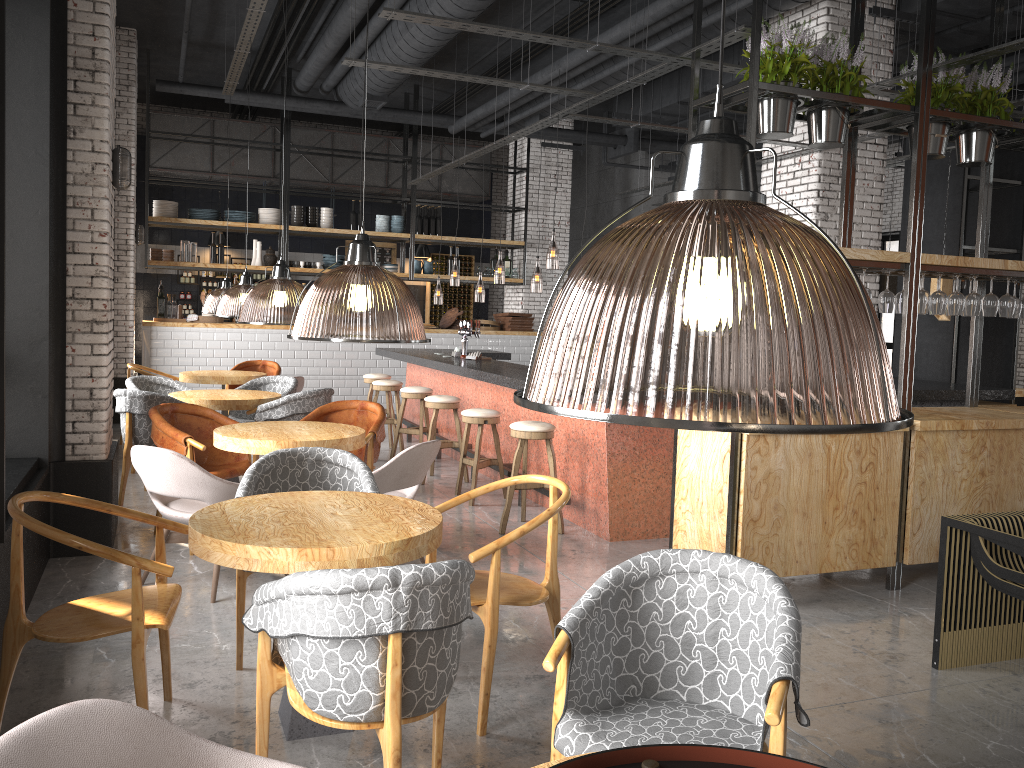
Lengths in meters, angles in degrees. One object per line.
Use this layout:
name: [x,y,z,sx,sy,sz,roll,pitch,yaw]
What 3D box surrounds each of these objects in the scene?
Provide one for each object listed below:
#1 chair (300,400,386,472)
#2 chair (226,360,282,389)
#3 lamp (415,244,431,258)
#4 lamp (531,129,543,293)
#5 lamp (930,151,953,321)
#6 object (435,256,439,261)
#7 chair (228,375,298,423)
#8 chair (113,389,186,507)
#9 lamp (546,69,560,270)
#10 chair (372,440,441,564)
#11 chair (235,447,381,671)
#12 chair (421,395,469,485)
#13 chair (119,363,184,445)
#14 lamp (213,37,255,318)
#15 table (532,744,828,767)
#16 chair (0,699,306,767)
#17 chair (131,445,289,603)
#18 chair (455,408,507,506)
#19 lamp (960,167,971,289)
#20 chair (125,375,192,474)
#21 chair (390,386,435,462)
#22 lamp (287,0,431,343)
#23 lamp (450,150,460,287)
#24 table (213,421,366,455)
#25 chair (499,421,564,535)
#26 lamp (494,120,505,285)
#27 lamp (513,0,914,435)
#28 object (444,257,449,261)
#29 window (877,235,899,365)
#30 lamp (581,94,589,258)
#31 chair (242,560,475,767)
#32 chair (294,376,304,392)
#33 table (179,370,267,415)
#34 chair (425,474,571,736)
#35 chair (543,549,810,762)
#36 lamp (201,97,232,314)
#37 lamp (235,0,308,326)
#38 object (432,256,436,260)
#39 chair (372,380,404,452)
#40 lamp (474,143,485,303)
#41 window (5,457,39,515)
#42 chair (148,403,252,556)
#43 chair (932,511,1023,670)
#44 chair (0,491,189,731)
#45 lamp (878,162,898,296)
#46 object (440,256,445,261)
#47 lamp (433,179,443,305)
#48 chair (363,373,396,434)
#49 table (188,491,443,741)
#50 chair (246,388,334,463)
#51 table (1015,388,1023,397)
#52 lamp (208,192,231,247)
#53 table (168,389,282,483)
chair: [-1.185,0.599,6.410,0.681,0.928,0.644,3,4,16]
chair: [-3.072,0.187,10.712,0.681,0.928,0.644,2,4,1]
lamp: [-1.717,-2.874,16.827,0.390,0.936,0.391,1,4,-19]
lamp: [0.241,-1.527,7.745,0.108,1.459,0.108,5,4,40]
lamp: [3.917,-1.348,8.024,0.127,1.545,0.127,1,4,-22]
object: [-1.430,-2.416,17.038,0.079,0.079,0.284,0,5,-22]
chair: [-2.312,0.396,8.443,0.681,0.928,0.644,4,4,23]
chair: [-2.889,0.487,7.066,0.681,0.928,0.644,4,4,23]
lamp: [0.355,-1.726,7.153,0.108,1.597,0.108,3,4,10]
chair: [-0.834,0.729,5.359,0.803,0.849,0.771,4,4,27]
chair: [-0.934,0.791,4.147,0.681,0.928,0.644,1,4,-12]
chair: [-0.702,0.507,8.258,0.481,0.805,0.439,5,5,42]
chair: [-3.986,0.233,9.788,0.643,0.920,0.613,1,4,-15]
lamp: [-2.290,-1.781,7.685,0.537,2.403,0.537,3,4,20]
table: [0.301,1.033,1.199,0.932,0.972,0.933,4,4,21]
chair: [-0.511,1.051,1.509,0.802,0.849,0.771,3,4,18]
chair: [-1.734,0.727,5.002,0.771,0.849,0.803,4,4,27]
chair: [-0.297,0.607,7.566,0.480,0.805,0.439,-2,5,-43]
lamp: [5.214,-1.890,10.161,0.108,1.597,0.108,4,4,25]
chair: [-3.181,0.400,8.021,0.644,0.928,0.682,4,4,23]
chair: [-1.033,0.424,9.153,0.439,0.805,0.481,3,4,17]
lamp: [-0.536,-1.366,3.297,0.537,2.403,0.537,3,4,20]
lamp: [-0.592,-1.850,9.519,0.108,1.597,0.108,3,4,10]
table: [-1.416,0.697,5.653,0.932,0.809,0.933,4,5,25]
chair: [0.177,0.680,6.499,0.439,0.805,0.481,4,4,27]
lamp: [-0.092,-1.731,8.268,0.108,1.597,0.108,3,4,10]
lamp: [0.312,-1.165,1.174,0.537,2.403,0.537,3,4,20]
object: [-1.256,-2.416,17.112,0.079,0.079,0.284,0,5,-22]
window: [7.165,-1.485,16.832,0.365,2.695,0.749,1,4,-22]
lamp: [0.544,-1.381,6.671,0.108,1.597,0.108,3,4,10]
chair: [-0.428,0.931,2.618,0.681,0.928,0.644,0,4,-22]
chair: [-2.672,0.316,9.691,0.803,0.849,0.771,4,4,27]
table: [-3.254,0.283,9.985,0.932,0.809,0.933,4,4,21]
chair: [-0.029,0.862,3.699,0.644,0.920,0.613,0,4,-30]
chair: [0.496,0.976,2.459,0.681,0.928,0.644,4,4,28]
lamp: [-3.148,-1.984,9.833,0.537,2.403,0.537,3,4,20]
lamp: [-1.413,-1.573,5.491,0.537,2.403,0.537,3,4,20]
object: [-1.505,-2.413,16.970,0.079,0.079,0.284,0,5,-22]
chair: [-1.365,0.359,9.813,0.439,0.805,0.481,5,5,42]
lamp: [-0.301,-1.624,8.947,0.108,1.597,0.108,-1,5,-40]
window: [-2.516,-0.800,4.161,0.365,2.693,1.537,1,4,-22]
chair: [-2.120,0.605,5.935,0.644,0.928,0.682,3,4,20]
chair: [2.405,1.006,3.971,0.657,0.729,0.639,0,4,-21]
chair: [-1.530,0.850,3.195,0.643,0.920,0.613,1,4,-15]
lamp: [3.679,-1.481,8.623,0.127,1.393,0.127,1,4,-22]
object: [-1.337,-2.414,17.058,0.079,0.079,0.284,0,5,-22]
lamp: [-0.817,-1.703,10.077,0.108,1.597,0.108,3,4,10]
chair: [-1.683,0.275,10.717,0.481,0.805,0.439,5,5,37]
table: [-0.744,0.903,3.386,0.932,0.809,0.933,4,5,25]
chair: [-1.820,0.485,7.551,0.644,0.928,0.682,4,4,23]
table: [6.299,0.293,14.282,1.000,0.762,4.141,0,5,-22]
lamp: [-5.114,-2.885,15.503,0.390,0.936,0.391,1,4,-19]
table: [-2.491,0.493,7.707,0.932,0.809,0.933,4,5,25]
